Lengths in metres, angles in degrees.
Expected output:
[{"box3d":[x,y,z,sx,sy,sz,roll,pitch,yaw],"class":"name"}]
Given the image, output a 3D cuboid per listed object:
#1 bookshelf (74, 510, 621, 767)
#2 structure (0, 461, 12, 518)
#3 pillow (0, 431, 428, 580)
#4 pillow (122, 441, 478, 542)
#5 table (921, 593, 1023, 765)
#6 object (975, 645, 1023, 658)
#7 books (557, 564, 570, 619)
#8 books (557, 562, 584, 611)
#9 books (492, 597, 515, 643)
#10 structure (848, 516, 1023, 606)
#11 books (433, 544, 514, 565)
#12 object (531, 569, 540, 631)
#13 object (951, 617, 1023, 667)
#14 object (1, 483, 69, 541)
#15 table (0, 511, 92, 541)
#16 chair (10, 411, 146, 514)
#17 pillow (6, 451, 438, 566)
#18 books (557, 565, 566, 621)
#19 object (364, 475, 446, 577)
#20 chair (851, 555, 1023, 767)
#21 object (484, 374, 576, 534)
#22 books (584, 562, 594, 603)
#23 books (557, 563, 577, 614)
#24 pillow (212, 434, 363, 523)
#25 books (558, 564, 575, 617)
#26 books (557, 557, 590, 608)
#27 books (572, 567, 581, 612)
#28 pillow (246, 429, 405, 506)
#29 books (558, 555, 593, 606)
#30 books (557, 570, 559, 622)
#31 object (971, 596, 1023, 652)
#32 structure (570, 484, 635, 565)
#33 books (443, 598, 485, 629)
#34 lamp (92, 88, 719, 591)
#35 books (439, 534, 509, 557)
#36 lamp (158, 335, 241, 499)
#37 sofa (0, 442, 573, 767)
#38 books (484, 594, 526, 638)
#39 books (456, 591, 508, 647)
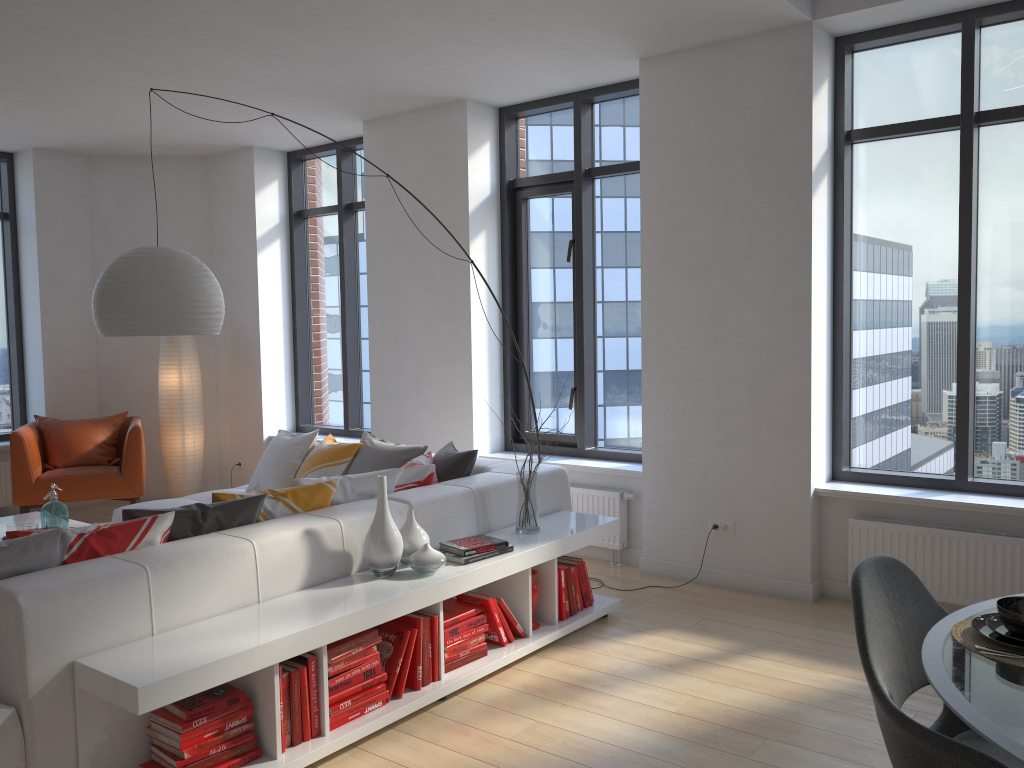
[{"box3d":[-0.379,1.004,3.597,0.356,0.500,2.600,2,5,37],"class":"bookshelf"},{"box3d":[-4.499,0.899,6.686,0.110,0.460,1.474,2,5,37],"class":"structure"},{"box3d":[-1.338,0.606,3.970,0.647,0.453,2.953,1,4,25],"class":"pillow"},{"box3d":[-0.824,0.593,4.108,0.608,0.436,2.120,1,4,33],"class":"pillow"},{"box3d":[1.549,0.955,1.576,1.499,0.764,1.499,1,4,27],"class":"table"},{"box3d":[1.141,0.550,1.904,0.206,0.015,0.309,2,5,42],"class":"object"},{"box3d":[0.189,0.992,4.284,0.185,0.262,0.056,2,5,38],"class":"books"},{"box3d":[0.259,0.997,4.387,0.178,0.233,0.083,2,5,37],"class":"books"},{"box3d":[-0.100,1.033,3.932,0.171,0.232,0.148,2,5,39],"class":"books"},{"box3d":[2.170,0.935,4.325,1.015,0.460,0.110,2,5,37],"class":"structure"},{"box3d":[-0.184,0.722,3.844,0.245,0.026,0.300,2,5,42],"class":"books"},{"box3d":[0.067,1.004,4.131,0.125,0.258,0.125,0,4,15],"class":"object"},{"box3d":[1.147,0.558,1.912,0.360,0.002,0.360,-2,4,-10],"class":"object"},{"box3d":[-2.422,0.651,4.525,0.330,0.265,0.330,-3,4,-28],"class":"object"},{"box3d":[-2.680,1.010,4.455,1.091,0.435,1.091,2,5,37],"class":"table"},{"box3d":[-3.307,0.666,6.865,0.896,0.858,0.843,-2,4,-20],"class":"chair"},{"box3d":[-1.015,0.639,3.846,0.575,0.449,2.250,2,4,35],"class":"pillow"},{"box3d":[0.168,0.989,4.261,0.198,0.268,0.050,2,5,37],"class":"books"},{"box3d":[-0.454,0.557,3.578,0.316,0.398,0.319,-3,4,-28],"class":"object"},{"box3d":[1.095,0.881,1.995,0.619,0.891,0.655,3,5,44],"class":"chair"},{"box3d":[0.128,0.334,4.198,0.406,0.744,0.607,-2,4,-12],"class":"object"},{"box3d":[0.314,0.993,4.479,0.173,0.230,0.103,2,5,38],"class":"books"},{"box3d":[0.231,0.996,4.335,0.175,0.247,0.066,2,5,38],"class":"books"},{"box3d":[-1.126,0.583,4.594,0.630,0.440,2.095,-1,4,-5],"class":"pillow"},{"box3d":[0.204,0.994,4.318,0.199,0.252,0.076,2,5,37],"class":"books"},{"box3d":[0.278,0.988,4.422,0.187,0.249,0.119,2,5,37],"class":"books"},{"box3d":[0.248,1.000,4.366,0.165,0.230,0.081,2,5,37],"class":"books"},{"box3d":[-1.204,0.547,4.901,0.580,0.456,2.156,-3,4,-26],"class":"pillow"},{"box3d":[0.295,0.982,4.450,0.198,0.255,0.116,2,5,37],"class":"books"},{"box3d":[0.152,1.000,4.227,0.168,0.250,0.026,2,5,37],"class":"books"},{"box3d":[1.137,0.519,1.917,0.258,0.074,0.258,0,4,18],"class":"object"},{"box3d":[0.346,0.878,5.723,1.015,0.460,0.110,2,5,37],"class":"structure"},{"box3d":[-0.297,0.973,3.763,0.227,0.032,0.301,2,5,37],"class":"books"},{"box3d":[-0.476,-0.143,4.747,3.199,2.647,0.710,-2,4,-16],"class":"lamp"},{"box3d":[-0.165,0.696,3.827,0.238,0.027,0.188,-4,5,-39],"class":"books"},{"box3d":[-2.548,0.277,7.379,0.804,1.550,0.502,-1,4,-2],"class":"lamp"},{"box3d":[-1.717,0.867,4.288,2.614,0.732,3.424,2,5,37],"class":"sofa"},{"box3d":[-0.066,1.036,3.977,0.188,0.223,0.186,2,5,38],"class":"books"},{"box3d":[-0.135,1.027,3.898,0.192,0.248,0.134,2,5,37],"class":"books"}]
